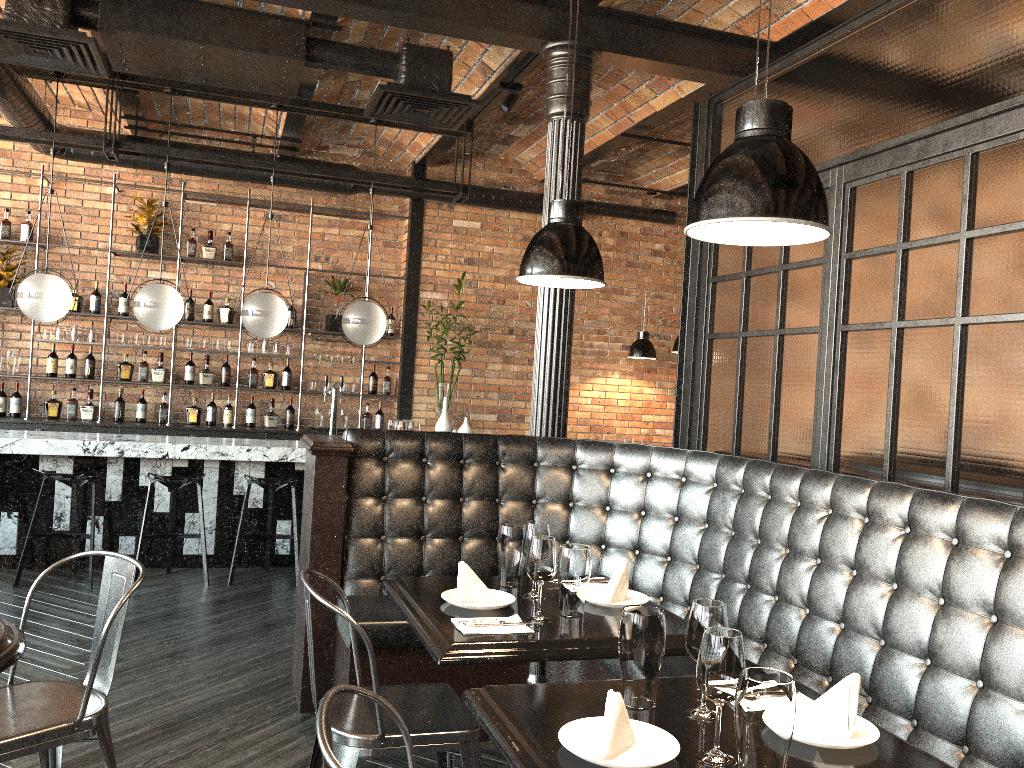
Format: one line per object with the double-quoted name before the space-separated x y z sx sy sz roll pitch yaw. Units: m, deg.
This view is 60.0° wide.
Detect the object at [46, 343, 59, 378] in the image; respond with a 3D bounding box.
"object" -4.013 -0.207 7.750 0.086 0.299 0.086 3 0 31

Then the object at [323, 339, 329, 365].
"object" -1.772 -0.307 8.543 0.092 0.244 0.092 3 0 21

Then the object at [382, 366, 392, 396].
"object" -1.217 -0.030 8.651 0.083 0.282 0.083 3 0 -8

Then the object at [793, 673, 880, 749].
"object" 0.648 0.666 1.858 0.232 0.139 0.232 3 0 43

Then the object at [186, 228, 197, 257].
"object" -2.915 -1.279 8.078 0.083 0.282 0.083 3 0 -18

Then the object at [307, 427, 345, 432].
"object" -1.723 0.436 8.439 0.437 0.019 0.273 3 0 -18

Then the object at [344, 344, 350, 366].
"object" -1.580 -0.295 8.606 0.092 0.244 0.092 3 0 21

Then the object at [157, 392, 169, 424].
"object" -3.154 0.216 8.030 0.083 0.282 0.083 3 0 -33

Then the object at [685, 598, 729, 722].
"object" 0.420 0.594 1.916 0.092 0.244 0.092 3 0 -1

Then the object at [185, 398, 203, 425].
"object" -2.908 0.249 8.109 0.151 0.248 0.094 3 0 -9

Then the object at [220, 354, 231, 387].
"object" -2.642 -0.125 8.192 0.086 0.299 0.086 3 0 31

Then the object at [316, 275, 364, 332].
"object" -1.649 -0.766 8.461 0.398 0.560 0.374 3 0 44

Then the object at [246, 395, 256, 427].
"object" -2.430 0.252 8.272 0.086 0.298 0.086 3 0 31

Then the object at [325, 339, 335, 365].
"object" -1.722 -0.304 8.387 0.092 0.244 0.092 3 0 21

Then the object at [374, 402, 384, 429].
"object" -1.291 0.322 8.648 0.086 0.298 0.086 3 0 31

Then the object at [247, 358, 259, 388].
"object" -2.411 -0.103 8.263 0.083 0.282 0.083 3 0 -33

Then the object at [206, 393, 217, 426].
"object" -2.764 0.233 8.170 0.086 0.298 0.086 3 0 31

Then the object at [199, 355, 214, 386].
"object" -2.798 -0.124 8.124 0.123 0.279 0.123 3 0 -29

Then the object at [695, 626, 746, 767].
"object" 0.395 0.592 1.685 0.092 0.244 0.092 3 0 33

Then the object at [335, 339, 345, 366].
"object" -1.628 -0.298 8.417 0.092 0.244 0.092 3 0 21

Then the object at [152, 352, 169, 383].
"object" -3.173 -0.146 8.002 0.123 0.279 0.123 3 0 -4

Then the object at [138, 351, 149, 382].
"object" -3.308 -0.157 7.972 0.083 0.282 0.083 3 0 -18

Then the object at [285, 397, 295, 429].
"object" -2.095 0.272 8.376 0.086 0.299 0.086 3 0 31

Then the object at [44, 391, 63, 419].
"object" -4.010 0.183 7.751 0.151 0.248 0.094 3 0 -29

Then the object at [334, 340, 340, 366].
"object" -1.678 -0.301 8.574 0.092 0.244 0.092 3 0 21

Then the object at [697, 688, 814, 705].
"object" 0.556 0.716 2.066 0.255 0.019 0.157 3 0 -17

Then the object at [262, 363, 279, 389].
"object" -2.267 -0.076 8.310 0.151 0.248 0.094 3 0 -9

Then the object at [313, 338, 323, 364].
"object" -1.826 -0.310 8.353 0.092 0.244 0.092 3 0 21

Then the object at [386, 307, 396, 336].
"object" -1.185 -0.609 8.679 0.086 0.298 0.086 3 0 36

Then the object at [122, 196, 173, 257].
"object" -3.289 -1.423 7.992 0.425 0.526 0.430 3 0 -16

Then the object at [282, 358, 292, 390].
"object" -2.123 -0.092 8.371 0.086 0.298 0.086 3 0 31

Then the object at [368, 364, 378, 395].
"object" -1.346 -0.047 8.612 0.086 0.299 0.086 3 0 31

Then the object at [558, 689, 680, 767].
"object" 0.208 0.640 1.704 0.232 0.139 0.232 3 0 -33

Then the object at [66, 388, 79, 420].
"object" -3.863 0.173 7.800 0.083 0.282 0.083 3 0 -18

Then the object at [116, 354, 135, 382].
"object" -3.456 -0.148 7.924 0.151 0.248 0.094 3 0 -29

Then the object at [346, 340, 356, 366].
"object" -1.529 -0.292 8.449 0.092 0.244 0.092 3 0 21

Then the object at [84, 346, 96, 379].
"object" -3.729 -0.191 7.839 0.086 0.297 0.086 3 0 31

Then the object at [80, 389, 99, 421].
"object" -3.727 0.184 7.829 0.123 0.279 0.123 3 0 -4

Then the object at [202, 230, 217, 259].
"object" -2.767 -1.268 8.127 0.123 0.279 0.123 3 0 -14

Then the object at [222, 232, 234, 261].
"object" -2.617 -1.261 8.174 0.083 0.282 0.083 3 0 -33

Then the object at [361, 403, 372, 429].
"object" -1.406 0.322 8.597 0.083 0.282 0.083 3 0 -33

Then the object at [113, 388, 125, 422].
"object" -3.491 0.188 7.894 0.086 0.297 0.086 3 0 16

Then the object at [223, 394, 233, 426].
"object" -2.621 0.242 8.202 0.080 0.299 0.080 3 0 -16

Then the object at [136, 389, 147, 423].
"object" -3.330 0.198 7.980 0.086 0.298 0.086 3 0 31

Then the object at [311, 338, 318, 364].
"object" -1.877 -0.313 8.510 0.092 0.244 0.092 3 0 21

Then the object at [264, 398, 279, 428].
"object" -2.252 0.274 8.308 0.123 0.279 0.123 3 0 -29
